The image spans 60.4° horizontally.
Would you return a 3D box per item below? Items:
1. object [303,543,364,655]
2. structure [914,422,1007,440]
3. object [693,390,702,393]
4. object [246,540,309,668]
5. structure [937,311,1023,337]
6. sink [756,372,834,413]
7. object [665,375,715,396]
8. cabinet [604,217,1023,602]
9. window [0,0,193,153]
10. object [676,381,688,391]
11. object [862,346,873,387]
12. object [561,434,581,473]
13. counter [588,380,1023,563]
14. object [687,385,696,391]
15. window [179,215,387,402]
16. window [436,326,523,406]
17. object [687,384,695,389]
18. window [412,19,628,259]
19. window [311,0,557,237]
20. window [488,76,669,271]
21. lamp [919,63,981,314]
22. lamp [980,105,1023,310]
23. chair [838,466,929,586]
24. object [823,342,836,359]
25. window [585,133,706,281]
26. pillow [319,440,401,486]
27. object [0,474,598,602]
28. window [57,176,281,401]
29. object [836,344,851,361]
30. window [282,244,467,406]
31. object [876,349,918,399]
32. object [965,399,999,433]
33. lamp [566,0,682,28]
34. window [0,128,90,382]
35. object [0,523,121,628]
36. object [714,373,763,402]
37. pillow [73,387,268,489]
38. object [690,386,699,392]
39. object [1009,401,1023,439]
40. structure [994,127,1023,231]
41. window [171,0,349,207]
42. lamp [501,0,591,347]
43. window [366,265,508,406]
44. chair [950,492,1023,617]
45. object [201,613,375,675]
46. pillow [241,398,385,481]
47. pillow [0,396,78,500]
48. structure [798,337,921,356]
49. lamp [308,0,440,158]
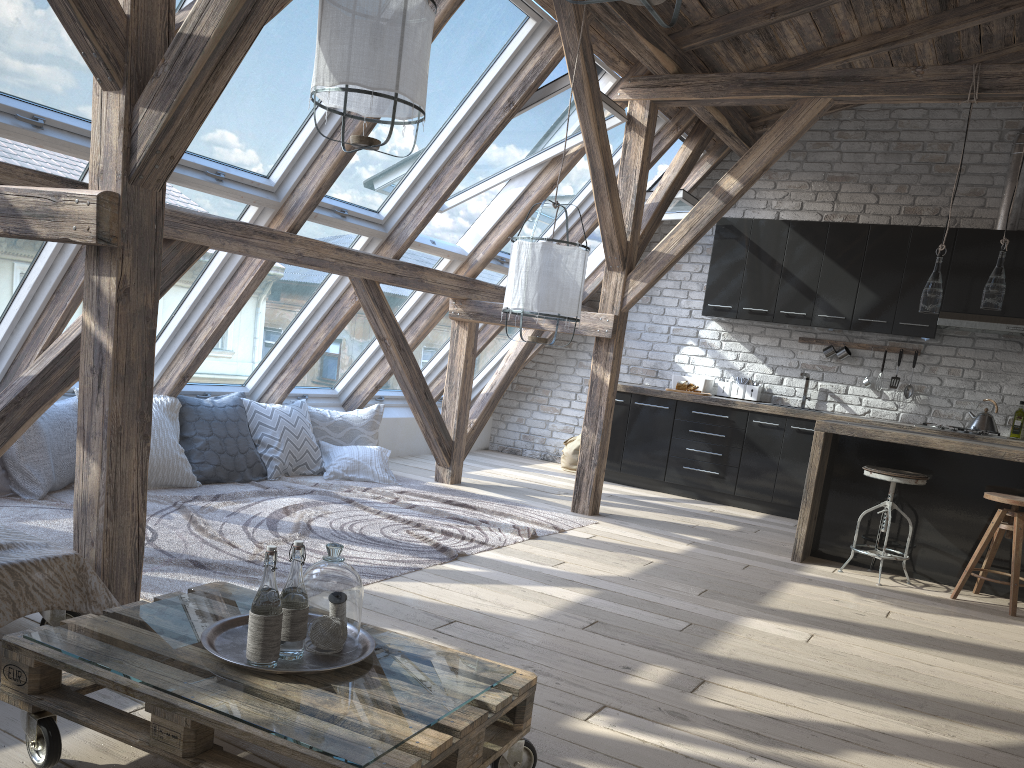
[{"bbox_3d":[-0.430,0.496,2.079,0.156,0.251,0.153,7,7,-3],"label":"object"},{"bbox_3d":[3.316,0.340,6.496,0.600,0.032,0.494,9,3,28],"label":"structure"},{"bbox_3d":[1.546,0.063,7.332,0.068,0.017,0.076,8,3,6],"label":"object"},{"bbox_3d":[-0.508,0.480,1.934,0.070,0.272,0.153,12,9,29],"label":"object"},{"bbox_3d":[3.470,-0.440,6.461,0.594,0.105,0.367,9,3,28],"label":"structure"},{"bbox_3d":[2.284,0.165,7.048,0.521,0.524,0.512,11,7,28],"label":"sink"},{"bbox_3d":[1.525,0.011,7.471,0.379,0.136,0.586,8,3,17],"label":"object"},{"bbox_3d":[2.319,-0.169,6.147,4.173,2.551,2.081,10,7,28],"label":"cabinet"},{"bbox_3d":[-1.397,-1.542,3.149,1.085,1.298,0.850,11,8,28],"label":"window"},{"bbox_3d":[1.413,0.010,7.333,0.090,0.089,0.085,8,6,6],"label":"object"},{"bbox_3d":[2.842,-0.135,6.987,0.070,0.332,0.065,12,10,28],"label":"object"},{"bbox_3d":[0.593,0.603,8.081,0.338,0.396,0.386,3,8,-35],"label":"object"},{"bbox_3d":[2.003,0.627,6.317,3.775,0.866,2.233,9,4,28],"label":"counter"},{"bbox_3d":[1.492,0.035,7.316,0.072,0.058,0.082,8,5,4],"label":"object"},{"bbox_3d":[-1.516,-0.440,5.409,1.085,1.298,0.850,11,8,28],"label":"window"},{"bbox_3d":[-0.174,-0.369,7.810,1.085,1.298,0.850,11,8,28],"label":"window"},{"bbox_3d":[1.494,0.029,7.374,0.074,0.068,0.078,7,5,1],"label":"object"},{"bbox_3d":[-0.098,-1.477,5.573,1.392,1.298,0.850,10,8,28],"label":"window"},{"bbox_3d":[-0.503,-1.494,4.750,1.085,1.298,0.850,11,8,28],"label":"window"},{"bbox_3d":[0.391,-1.447,6.350,1.085,1.298,0.850,11,8,28],"label":"window"},{"bbox_3d":[2.392,-1.042,4.787,0.107,1.310,0.223,13,11,31],"label":"lamp"},{"bbox_3d":[2.650,-1.029,4.654,0.107,1.259,0.239,15,12,40],"label":"lamp"},{"bbox_3d":[2.141,0.806,5.049,0.355,0.647,0.347,3,9,-28],"label":"chair"},{"bbox_3d":[2.574,-0.271,7.117,0.116,0.141,0.092,11,8,30],"label":"object"},{"bbox_3d":[0.785,-1.431,7.180,1.505,1.298,0.850,10,8,28],"label":"window"},{"bbox_3d":[-1.072,0.562,6.170,0.538,0.246,0.467,6,4,-20],"label":"pillow"},{"bbox_3d":[-1.152,0.681,4.839,2.166,0.057,3.176,9,3,29],"label":"object"},{"bbox_3d":[-1.963,-0.464,4.608,1.085,1.298,0.850,11,8,28],"label":"window"},{"bbox_3d":[2.664,-0.256,7.060,0.093,0.141,0.115,0,10,-44],"label":"object"},{"bbox_3d":[-1.069,-0.416,6.209,1.085,1.298,0.850,11,8,28],"label":"window"},{"bbox_3d":[3.007,-0.086,6.864,0.279,0.388,0.069,11,10,28],"label":"object"},{"bbox_3d":[3.425,0.224,6.367,0.220,0.239,0.220,9,7,18],"label":"object"},{"bbox_3d":[0.320,-1.283,1.615,0.401,1.102,0.399,4,9,-20],"label":"lamp"},{"bbox_3d":[-2.410,-0.488,3.808,1.085,1.298,0.850,11,8,28],"label":"window"},{"bbox_3d":[-1.723,0.457,2.611,1.013,0.481,0.797,5,5,-32],"label":"object"},{"bbox_3d":[1.939,0.031,7.462,0.401,0.204,0.146,10,7,30],"label":"object"},{"bbox_3d":[-1.966,0.315,5.236,0.463,0.571,1.268,11,5,30],"label":"pillow"},{"bbox_3d":[1.519,0.040,7.325,0.073,0.056,0.082,8,5,5],"label":"object"},{"bbox_3d":[3.756,0.268,6.504,0.089,0.287,0.081,11,10,24],"label":"object"},{"bbox_3d":[4.040,-1.670,6.136,0.972,1.306,0.168,11,10,28],"label":"structure"},{"bbox_3d":[-0.950,-1.518,3.949,1.085,1.298,0.850,11,8,28],"label":"window"},{"bbox_3d":[0.254,-1.148,4.361,0.408,1.928,0.391,4,10,-20],"label":"lamp"},{"bbox_3d":[-0.622,-0.393,7.009,1.085,1.298,0.850,11,8,28],"label":"window"},{"bbox_3d":[2.666,0.907,4.757,0.341,0.606,0.335,1,10,-41],"label":"chair"},{"bbox_3d":[-0.518,0.603,2.052,0.395,0.022,0.389,5,3,-42],"label":"object"},{"bbox_3d":[-1.398,0.378,6.178,0.495,0.542,1.152,12,5,34],"label":"pillow"},{"bbox_3d":[-2.476,0.321,4.390,0.432,0.532,1.126,10,4,21],"label":"pillow"},{"bbox_3d":[2.758,-0.305,7.029,0.923,0.046,0.081,9,4,28],"label":"structure"},{"bbox_3d":[-0.436,-1.480,3.012,0.407,1.327,0.393,8,9,5],"label":"lamp"}]
